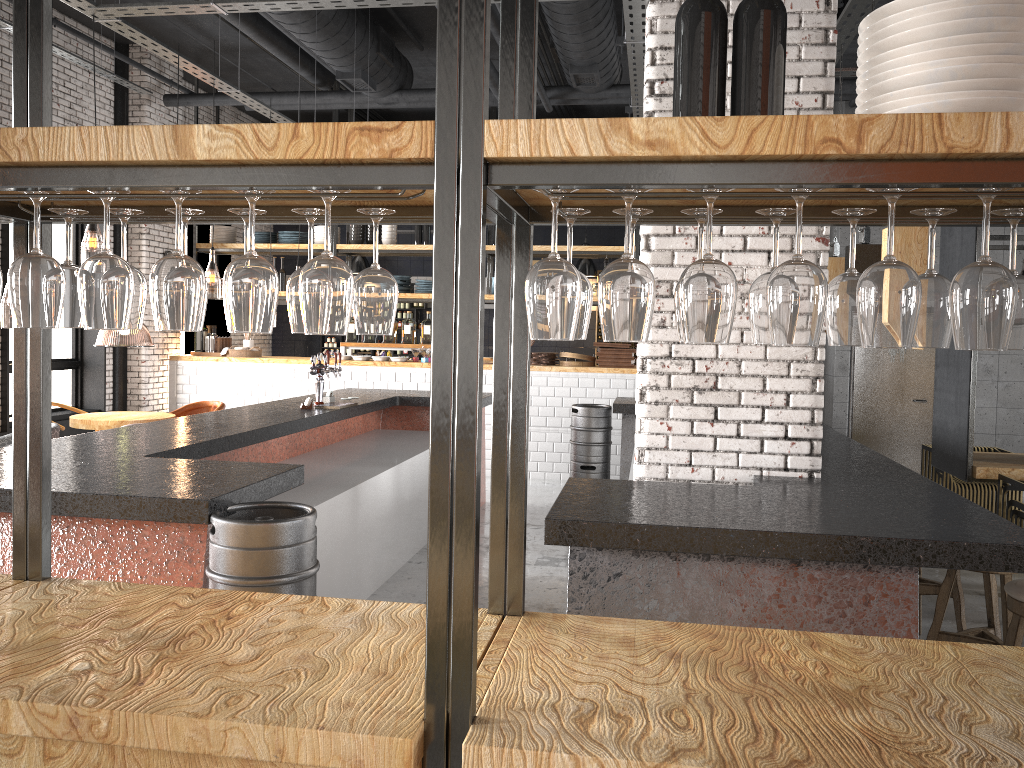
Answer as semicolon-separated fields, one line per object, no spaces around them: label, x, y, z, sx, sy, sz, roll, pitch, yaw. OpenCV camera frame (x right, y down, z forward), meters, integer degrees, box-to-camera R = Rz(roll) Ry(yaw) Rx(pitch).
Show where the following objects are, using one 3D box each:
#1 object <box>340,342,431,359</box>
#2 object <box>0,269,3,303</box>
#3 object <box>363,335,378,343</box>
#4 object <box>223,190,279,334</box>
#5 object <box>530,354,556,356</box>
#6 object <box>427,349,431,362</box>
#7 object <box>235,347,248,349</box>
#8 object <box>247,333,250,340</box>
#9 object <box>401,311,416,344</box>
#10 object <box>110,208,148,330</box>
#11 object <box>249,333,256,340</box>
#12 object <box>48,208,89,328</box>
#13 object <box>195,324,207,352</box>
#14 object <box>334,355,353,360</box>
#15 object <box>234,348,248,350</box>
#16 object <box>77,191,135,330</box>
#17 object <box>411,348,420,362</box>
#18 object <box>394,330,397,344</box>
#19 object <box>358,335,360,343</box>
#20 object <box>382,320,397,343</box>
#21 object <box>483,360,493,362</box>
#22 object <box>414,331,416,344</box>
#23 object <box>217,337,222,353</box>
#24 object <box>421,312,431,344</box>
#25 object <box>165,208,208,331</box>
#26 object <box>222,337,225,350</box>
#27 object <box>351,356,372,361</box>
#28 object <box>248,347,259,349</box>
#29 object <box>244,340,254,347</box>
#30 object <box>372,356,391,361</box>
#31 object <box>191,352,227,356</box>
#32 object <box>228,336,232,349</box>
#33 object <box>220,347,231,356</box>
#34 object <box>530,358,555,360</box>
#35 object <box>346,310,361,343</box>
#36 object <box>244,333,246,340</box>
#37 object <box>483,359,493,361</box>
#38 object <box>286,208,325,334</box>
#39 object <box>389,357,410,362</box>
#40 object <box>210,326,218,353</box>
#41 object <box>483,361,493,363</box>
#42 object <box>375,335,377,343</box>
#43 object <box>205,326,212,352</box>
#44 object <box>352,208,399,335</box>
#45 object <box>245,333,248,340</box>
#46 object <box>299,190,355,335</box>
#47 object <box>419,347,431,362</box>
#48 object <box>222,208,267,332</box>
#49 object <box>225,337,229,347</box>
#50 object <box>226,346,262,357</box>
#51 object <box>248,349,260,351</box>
object;-1.494;-0.230;11.043;1.250;0.551;0.315;2;3;9
object;-1.058;-0.246;1.741;0.101;0.267;0.101;2;3;23
object;-1.757;-0.715;11.060;0.154;0.404;0.154;2;2;9
object;-0.485;-0.228;1.651;0.101;0.267;0.101;2;3;23
object;0.353;-0.354;10.665;0.458;0.019;0.407;4;5;42
object;-1.011;-0.347;10.712;0.122;0.165;0.112;0;3;-27
object;-3.364;-0.423;11.024;0.160;0.078;0.161;1;3;-13
object;-3.332;-0.549;11.195;0.033;0.370;0.137;0;3;-25
object;-1.276;-0.700;10.988;0.154;0.404;0.154;2;2;9
object;-0.876;-0.257;2.002;0.101;0.267;0.101;2;3;23
object;-3.304;-0.546;11.239;0.123;0.358;0.076;2;2;24
object;-1.013;-0.262;2.024;0.101;0.267;0.101;2;3;23
object;-3.942;-0.651;11.244;0.106;0.553;0.157;2;2;8
object;-2.048;-0.320;10.798;0.216;0.055;0.324;2;3;9
object;-3.367;-0.404;11.023;0.160;0.075;0.161;1;3;-13
object;-0.776;-0.237;1.697;0.101;0.267;0.101;2;3;23
object;-1.159;-0.348;10.678;0.122;0.165;0.112;4;4;43
object;-1.434;-0.581;10.962;0.031;0.163;0.046;3;3;34
object;-1.900;-0.595;11.013;0.032;0.163;0.080;0;3;-20
object;-1.516;-0.708;11.030;0.154;0.404;0.154;2;2;9
object;-0.233;-0.287;10.724;0.214;0.013;0.521;2;3;5
object;-1.193;-0.573;10.901;0.024;0.163;0.062;1;2;-1
object;-3.697;-0.476;11.216;0.056;0.249;0.056;0;3;-29
object;-1.031;-0.692;10.953;0.154;0.404;0.154;2;2;9
object;-0.731;-0.253;1.979;0.101;0.267;0.101;2;3;23
object;-3.684;-0.481;11.302;0.056;0.249;0.056;0;3;-29
object;-1.820;-0.314;10.749;0.216;0.059;0.324;2;3;9
object;-3.243;-0.427;11.131;0.161;0.078;0.160;0;4;-28
object;-3.339;-0.458;11.249;0.129;0.204;0.129;4;4;45
object;-1.581;-0.306;10.733;0.216;0.055;0.324;2;3;9
object;-3.818;-0.385;11.351;0.411;0.050;0.411;2;3;8
object;-3.656;-0.490;11.473;0.056;0.249;0.056;0;3;-29
object;-3.496;-0.405;11.101;0.283;0.110;0.187;-2;4;-44
object;0.314;-0.306;10.658;0.407;0.019;0.458;3;4;23
object;-1.985;-0.722;11.105;0.154;0.404;0.154;2;2;9
object;-3.362;-0.525;11.241;0.071;0.328;0.052;0;3;-35
object;-0.224;-0.300;10.723;0.230;0.016;0.557;2;3;15
object;-0.440;-0.244;1.933;0.101;0.267;0.101;2;3;23
object;-1.354;-0.300;10.681;0.216;0.060;0.324;2;3;9
object;-3.775;-0.553;11.235;0.070;0.367;0.107;2;2;8
object;-0.225;-0.274;10.729;0.276;0.019;0.514;2;3;14
object;-1.663;-0.588;10.992;0.077;0.163;0.039;0;3;-36
object;-3.840;-0.555;11.245;0.070;0.367;0.107;2;2;8
object;-0.294;-0.239;1.910;0.101;0.267;0.101;2;3;23
object;-3.376;-0.559;11.271;0.087;0.355;0.026;3;3;32
object;-0.339;-0.224;1.628;0.101;0.267;0.101;2;3;23
object;-1.040;-0.352;10.588;0.128;0.189;0.123;2;3;18
object;-0.585;-0.248;1.956;0.101;0.267;0.101;2;3;23
object;-3.670;-0.486;11.388;0.056;0.249;0.056;0;3;-29
object;-3.362;-0.402;11.131;0.436;0.156;0.420;0;3;-18
object;-3.242;-0.408;11.131;0.161;0.075;0.161;0;4;-28
